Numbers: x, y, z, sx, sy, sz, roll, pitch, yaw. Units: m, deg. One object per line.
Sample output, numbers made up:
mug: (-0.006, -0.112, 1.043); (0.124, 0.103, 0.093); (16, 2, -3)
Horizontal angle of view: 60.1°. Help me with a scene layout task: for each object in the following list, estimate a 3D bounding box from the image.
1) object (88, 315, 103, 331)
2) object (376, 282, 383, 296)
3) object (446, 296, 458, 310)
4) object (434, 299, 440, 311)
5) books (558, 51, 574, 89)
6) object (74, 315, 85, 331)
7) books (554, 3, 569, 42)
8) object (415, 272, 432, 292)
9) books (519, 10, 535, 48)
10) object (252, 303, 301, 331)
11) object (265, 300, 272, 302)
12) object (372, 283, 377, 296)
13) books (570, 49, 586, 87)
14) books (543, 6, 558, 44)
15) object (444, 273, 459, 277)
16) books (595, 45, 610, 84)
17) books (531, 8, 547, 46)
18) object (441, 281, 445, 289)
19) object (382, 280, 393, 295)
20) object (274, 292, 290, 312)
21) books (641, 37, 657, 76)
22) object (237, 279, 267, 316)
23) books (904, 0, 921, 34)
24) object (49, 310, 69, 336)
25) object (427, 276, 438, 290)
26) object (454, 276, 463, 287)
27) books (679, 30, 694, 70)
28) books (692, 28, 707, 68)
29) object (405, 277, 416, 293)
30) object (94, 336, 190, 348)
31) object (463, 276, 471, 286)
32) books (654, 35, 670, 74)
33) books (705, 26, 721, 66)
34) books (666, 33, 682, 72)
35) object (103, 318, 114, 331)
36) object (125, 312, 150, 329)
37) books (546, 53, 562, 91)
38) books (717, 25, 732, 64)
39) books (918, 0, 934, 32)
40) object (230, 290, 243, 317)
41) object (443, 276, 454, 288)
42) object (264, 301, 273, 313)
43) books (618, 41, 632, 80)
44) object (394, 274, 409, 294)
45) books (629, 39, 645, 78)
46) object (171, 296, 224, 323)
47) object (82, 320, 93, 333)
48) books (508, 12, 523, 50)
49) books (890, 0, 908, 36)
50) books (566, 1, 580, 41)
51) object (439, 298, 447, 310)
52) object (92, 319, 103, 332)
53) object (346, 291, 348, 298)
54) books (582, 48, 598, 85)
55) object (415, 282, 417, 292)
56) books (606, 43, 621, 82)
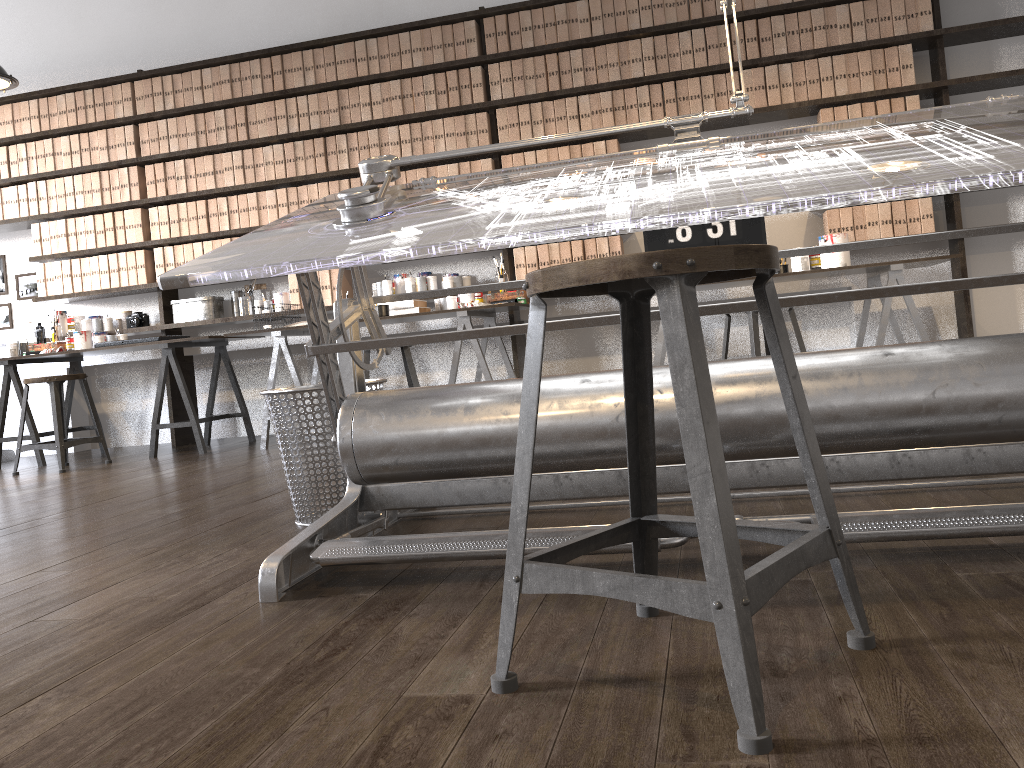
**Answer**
object: (-2.815, -0.397, 6.001); (0.094, 0.128, 0.094); (-5, 0, 43)
object: (-0.802, -0.569, 5.463); (0.063, 0.118, 0.062); (-6, 0, -37)
object: (-0.347, -0.459, 5.133); (0.062, 0.094, 0.061); (-6, 0, -28)
object: (-0.426, -0.456, 5.245); (0.062, 0.094, 0.061); (-6, 0, -37)
books: (0.330, -1.822, 5.225); (0.066, 0.226, 0.175); (-6, 0, 13)
object: (-2.918, -0.397, 5.984); (0.070, 0.130, 0.070); (-6, 0, -39)
books: (0.307, -2.098, 5.221); (0.067, 0.226, 0.175); (-6, 0, 13)
object: (-0.551, -0.611, 5.469); (0.094, 0.162, 0.205); (-6, 1, 14)
books: (0.104, -2.080, 5.267); (0.066, 0.226, 0.174); (-6, 0, 13)
object: (-1.410, -0.393, 5.327); (0.203, 0.161, 0.284); (-5, 2, 13)
object: (-1.558, -0.494, 5.700); (0.063, 0.093, 0.063); (-6, 0, -25)
object: (-0.837, -0.569, 5.520); (0.062, 0.119, 0.061); (-6, 0, -37)
books: (0.398, -1.827, 5.205); (0.066, 0.226, 0.174); (-6, 0, 13)
books: (0.243, -2.092, 5.241); (0.066, 0.226, 0.175); (-6, 0, 13)
object: (-0.370, -0.616, 5.482); (0.094, 0.130, 0.095); (-6, 0, 0)
books: (0.537, -1.840, 5.178); (0.066, 0.226, 0.175); (-6, 0, 13)
books: (0.174, -2.086, 5.256); (0.066, 0.226, 0.174); (-6, 0, 13)
object: (-0.401, -0.586, 5.402); (0.054, 0.081, 0.054); (-6, 0, 3)
object: (-0.758, -0.572, 5.408); (0.062, 0.119, 0.061); (-6, 0, -28)
object: (-1.460, -0.514, 5.621); (0.094, 0.128, 0.094); (-5, 0, 19)
books: (0.798, -1.863, 5.116); (0.067, 0.226, 0.175); (-6, 0, 13)
object: (-1.686, -0.572, 5.711); (0.181, 0.272, 0.156); (-6, 0, -3)
books: (2.161, -1.983, 4.818); (0.066, 0.225, 0.175); (-6, 0, 13)
object: (-3.036, -0.401, 5.934); (0.106, 0.177, 0.108); (-6, 0, 14)
object: (-0.487, -0.599, 5.422); (0.062, 0.119, 0.062); (-6, 0, -19)
object: (-0.327, -0.602, 5.362); (0.063, 0.095, 0.063); (-5, 0, 44)
books: (1.002, -1.881, 5.073); (0.066, 0.226, 0.174); (-6, 0, 13)
books: (1.072, -1.887, 5.054); (0.066, 0.226, 0.175); (-6, 0, 13)
object: (-0.617, -0.585, 5.380); (0.062, 0.119, 0.062); (-6, 0, -19)
object: (-2.201, -0.251, 5.286); (0.445, 0.033, 0.312); (-5, 2, 13)
object: (-0.280, -0.609, 5.414); (0.061, 0.096, 0.062); (-5, 0, 44)
books: (0.867, -1.869, 5.105); (0.066, 0.226, 0.175); (-6, 0, 13)
books: (1.142, -1.893, 5.038); (0.067, 0.226, 0.175); (-6, 0, 13)
books: (0.935, -1.875, 5.091); (0.066, 0.226, 0.174); (-6, 0, 13)
object: (-2.688, -0.393, 5.897); (0.062, 0.094, 0.062); (-6, 0, -2)
object: (-2.480, -0.419, 5.838); (0.170, 0.109, 0.091); (-5, 1, 12)
books: (0.256, -1.815, 5.235); (0.067, 0.226, 0.175); (-6, 0, 13)
books: (1.204, -1.899, 5.029); (0.066, 0.225, 0.175); (-6, 0, 13)
books: (2.221, -1.989, 4.803); (0.066, 0.225, 0.175); (-6, 0, 13)
object: (-1.802, -0.516, 5.817); (0.079, 0.188, 0.078); (-6, 0, -8)
object: (-0.377, -0.595, 5.319); (0.061, 0.096, 0.062); (-5, 0, 44)
object: (-1.519, -0.494, 5.674); (0.062, 0.093, 0.181); (-5, 2, 26)
books: (0.667, -1.851, 5.148); (0.066, 0.225, 0.175); (-6, 0, 13)
object: (-0.679, -0.599, 5.486); (0.095, 0.162, 0.094); (-6, 0, 9)
books: (0.728, -1.856, 5.133); (0.066, 0.225, 0.175); (-6, 0, 13)
object: (-2.048, -0.480, 5.781); (0.316, 0.152, 0.193); (-5, 1, 12)
object: (-2.824, -0.379, 5.889); (0.062, 0.094, 0.062); (-6, 0, -2)
books: (0.036, -2.074, 5.287); (0.066, 0.226, 0.175); (-6, 0, 13)
books: (2.095, -1.977, 4.828); (0.067, 0.226, 0.175); (-6, 0, 13)
books: (0.373, -2.104, 5.211); (0.066, 0.225, 0.175); (-6, 0, 13)
object: (-0.391, -0.457, 5.188); (0.063, 0.093, 0.062); (-6, 0, -37)
object: (-2.754, -0.386, 5.889); (0.062, 0.093, 0.063); (-6, 0, -2)
object: (-1.025, -0.456, 5.369); (0.101, 0.209, 0.101); (-5, 0, -32)
books: (0.468, -1.834, 5.194); (0.066, 0.226, 0.174); (-6, 0, 13)
object: (-0.600, -0.576, 5.466); (0.053, 0.101, 0.054); (-6, 0, 29)
books: (0.601, -1.845, 5.158); (0.067, 0.226, 0.175); (-6, 0, 13)
